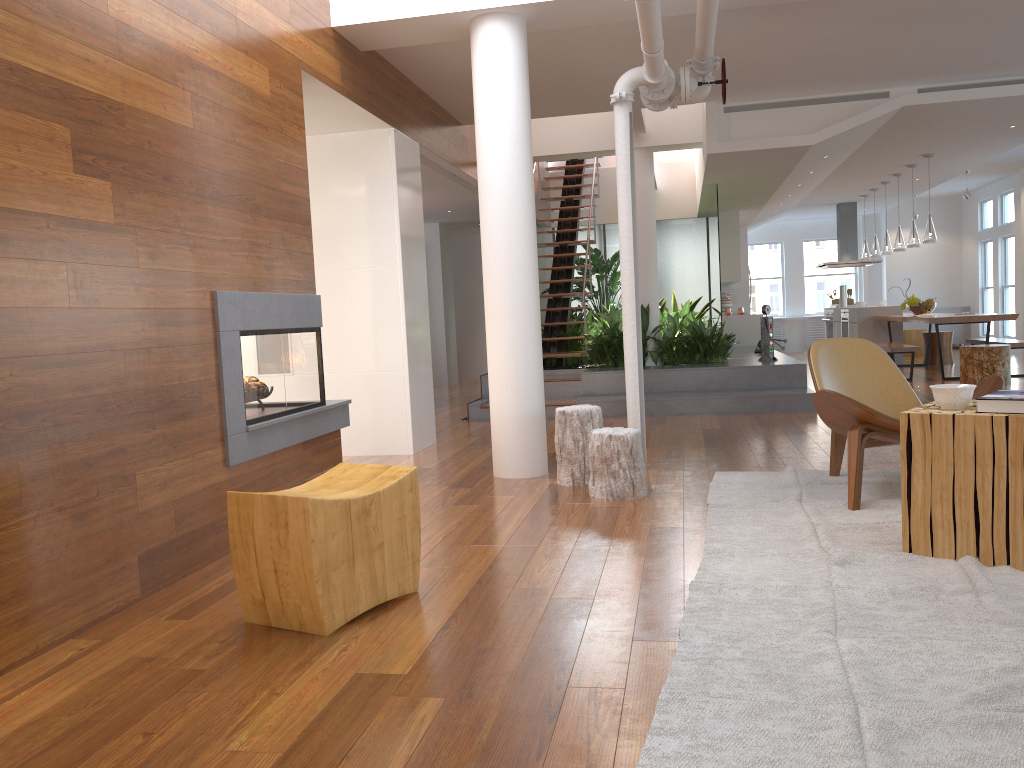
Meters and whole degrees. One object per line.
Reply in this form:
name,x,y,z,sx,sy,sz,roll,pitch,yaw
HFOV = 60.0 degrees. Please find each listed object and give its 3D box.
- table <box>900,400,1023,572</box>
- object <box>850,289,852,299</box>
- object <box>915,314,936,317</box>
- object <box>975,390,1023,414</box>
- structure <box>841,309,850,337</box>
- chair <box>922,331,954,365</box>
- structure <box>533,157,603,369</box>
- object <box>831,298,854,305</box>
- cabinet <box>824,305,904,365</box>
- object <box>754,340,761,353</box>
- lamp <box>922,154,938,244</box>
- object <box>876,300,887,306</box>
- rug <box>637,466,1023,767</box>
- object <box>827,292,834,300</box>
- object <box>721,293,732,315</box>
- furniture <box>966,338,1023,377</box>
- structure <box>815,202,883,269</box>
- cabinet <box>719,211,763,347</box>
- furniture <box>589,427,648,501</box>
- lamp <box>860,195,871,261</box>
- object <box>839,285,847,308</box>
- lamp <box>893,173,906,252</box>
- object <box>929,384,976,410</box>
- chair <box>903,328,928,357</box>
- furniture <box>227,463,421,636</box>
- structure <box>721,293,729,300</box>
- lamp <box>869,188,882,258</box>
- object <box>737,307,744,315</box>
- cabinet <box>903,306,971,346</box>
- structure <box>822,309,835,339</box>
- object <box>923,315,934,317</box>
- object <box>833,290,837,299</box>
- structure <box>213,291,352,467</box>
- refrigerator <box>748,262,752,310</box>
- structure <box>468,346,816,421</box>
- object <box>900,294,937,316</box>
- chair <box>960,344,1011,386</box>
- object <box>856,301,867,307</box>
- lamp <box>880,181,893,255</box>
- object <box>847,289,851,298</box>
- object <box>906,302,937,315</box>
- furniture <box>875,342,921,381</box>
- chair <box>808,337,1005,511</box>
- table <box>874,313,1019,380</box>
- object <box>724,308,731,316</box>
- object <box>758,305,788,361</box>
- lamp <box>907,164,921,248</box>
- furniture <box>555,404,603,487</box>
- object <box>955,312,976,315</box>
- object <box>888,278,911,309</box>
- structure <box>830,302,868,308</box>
table,1.752,0.349,3.160,0.548,0.534,0.489,1,6,41
object,5.756,-1.468,15.066,0.057,0.294,0.030,-2,4,11
object,4.862,-0.804,10.427,0.222,0.020,0.222,-6,5,-38
object,1.799,0.062,3.061,0.279,0.048,0.334,1,6,42
structure,5.025,-0.797,13.342,0.072,0.648,0.644,-2,4,11
chair,5.845,-0.490,12.167,0.396,0.455,0.402,-3,4,1
structure,1.442,-2.243,11.193,2.552,4.265,4.591,-2,4,11
object,5.625,-1.384,15.087,0.353,0.157,0.084,-2,4,11
cabinet,5.406,-0.780,13.785,0.597,0.832,2.936,-2,4,11
object,2.960,-0.450,10.553,0.216,0.155,0.181,-5,5,-24
lamp,4.721,-2.128,10.028,0.160,1.060,0.160,0,5,38
object,5.277,-1.151,12.676,0.152,0.082,0.152,-5,5,-28
rug,2.371,0.563,2.883,3.525,0.057,3.478,-2,4,15
object,5.471,-1.441,15.120,0.199,0.259,0.016,-1,4,21
object,3.406,-1.284,14.271,0.267,0.356,0.266,0,5,37
furniture,5.667,-0.314,10.299,0.316,0.389,1.433,-2,4,11
structure,5.487,-2.628,14.527,0.909,1.405,0.900,-2,4,11
cabinet,3.596,-1.465,14.679,0.676,2.280,4.565,-2,4,11
furniture,0.537,0.399,4.513,0.294,0.333,0.292,-4,4,-19
lamp,5.401,-2.421,13.567,0.160,1.060,0.160,0,5,38
object,5.324,-1.403,14.220,0.172,0.356,0.120,-5,5,-31
lamp,4.993,-2.245,11.444,0.160,1.060,0.160,0,5,38
object,1.585,0.047,3.187,0.152,0.082,0.152,-5,5,-28
chair,6.464,-0.671,14.296,0.344,0.430,0.549,-2,4,15
furniture,-0.597,0.523,2.923,0.344,0.430,0.549,-1,5,30
structure,3.251,-1.142,13.746,0.248,0.536,0.115,-2,4,11
lamp,5.265,-2.362,12.859,0.160,1.060,0.160,0,5,38
object,3.267,-1.040,12.666,0.094,0.106,0.094,-2,4,17
cabinet,7.537,-1.010,16.065,1.309,0.725,0.420,-2,4,11
structure,5.535,-0.878,14.679,0.649,0.735,0.890,-2,4,11
object,4.823,-0.790,10.298,0.149,0.014,0.044,-2,4,10
object,5.507,-1.460,15.114,0.055,0.299,0.027,-2,4,11
structure,-1.470,-0.060,4.442,0.844,0.737,1.382,-2,4,11
refrigerator,3.801,-1.313,15.411,0.725,1.772,0.908,-2,4,11
structure,1.632,-0.119,10.656,3.088,0.386,5.584,-2,4,11
object,5.210,-1.016,11.353,0.394,0.284,0.292,-5,5,-25
chair,4.853,-0.194,9.097,0.460,0.400,0.460,-1,4,21
object,5.055,-1.152,12.845,0.152,0.082,0.152,-6,5,-39
lamp,5.129,-2.304,12.152,0.160,1.060,0.160,0,5,38
object,5.717,-1.465,15.056,0.068,0.298,0.039,-2,4,11
object,5.236,-0.954,11.338,0.360,0.159,0.360,-5,5,-25
furniture,4.497,-0.271,10.527,0.316,0.389,1.433,-2,4,11
chair,1.867,0.157,4.199,0.856,0.752,0.867,-2,4,16
table,5.474,-0.616,12.358,0.893,0.704,5.996,-2,4,11
object,3.097,-1.037,12.747,0.094,0.106,0.094,-2,4,17
object,2.611,-0.511,8.861,0.134,0.565,0.318,-7,6,-43
lamp,4.857,-2.186,10.736,0.160,1.060,0.160,0,5,38
furniture,0.385,0.336,4.898,0.290,0.418,0.298,-5,5,-26
object,5.267,-0.816,10.299,0.222,0.020,0.222,-3,4,3
object,7.119,-1.634,16.049,0.590,0.563,0.210,-4,4,-18
structure,5.557,-1.304,14.652,0.520,0.073,0.650,-2,4,11
